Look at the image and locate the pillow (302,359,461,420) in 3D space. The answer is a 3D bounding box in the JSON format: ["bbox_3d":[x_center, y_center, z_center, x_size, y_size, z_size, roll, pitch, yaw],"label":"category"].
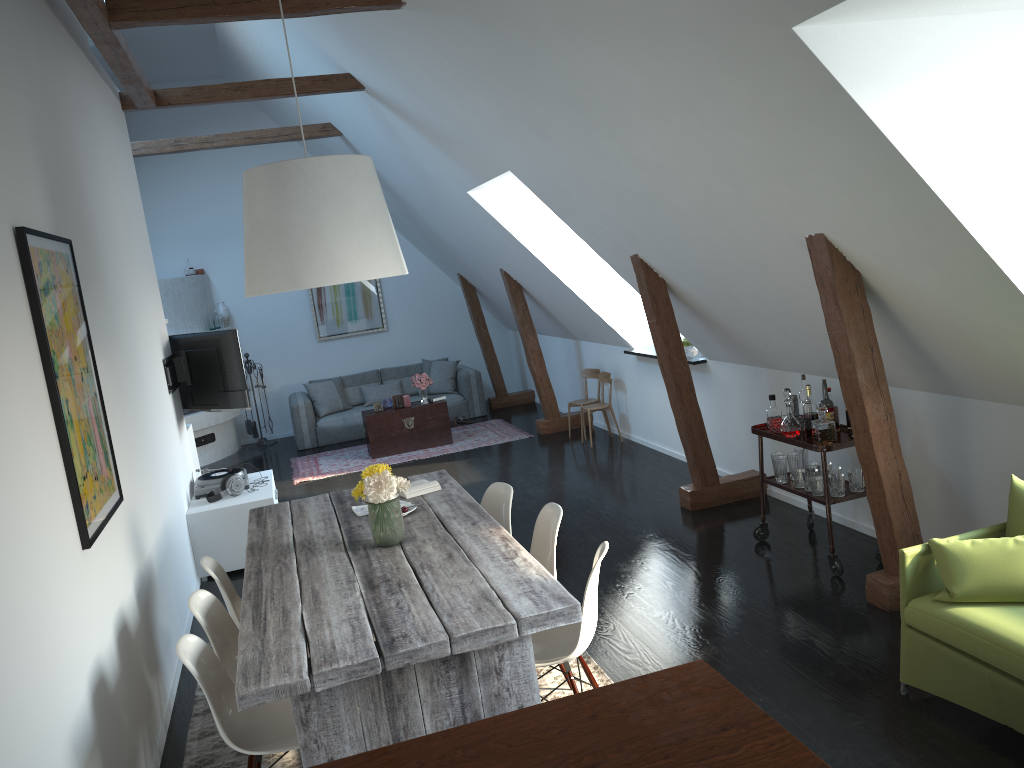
[{"bbox_3d":[-1.646,0.025,11.558,2.075,0.515,0.444,-10,8,-14],"label":"pillow"}]

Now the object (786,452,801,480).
[{"bbox_3d":[1.713,0.498,5.371,0.087,0.155,0.087,-15,11,-41],"label":"object"}]

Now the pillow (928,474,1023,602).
[{"bbox_3d":[1.912,0.623,3.362,0.600,0.387,0.475,-11,8,-17],"label":"pillow"}]

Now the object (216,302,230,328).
[{"bbox_3d":[-3.781,-0.892,11.614,0.165,0.368,0.165,-15,11,-42],"label":"object"}]

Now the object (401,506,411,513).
[{"bbox_3d":[-0.588,0.630,4.407,0.132,0.034,0.144,-15,11,-42],"label":"object"}]

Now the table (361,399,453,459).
[{"bbox_3d":[-1.188,0.491,10.044,0.962,0.492,0.471,-10,8,-14],"label":"table"}]

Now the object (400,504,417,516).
[{"bbox_3d":[-0.576,0.638,4.422,0.205,0.024,0.205,-11,9,-22],"label":"object"}]

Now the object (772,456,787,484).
[{"bbox_3d":[1.618,0.517,5.333,0.087,0.155,0.087,-15,11,-41],"label":"object"}]

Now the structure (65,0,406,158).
[{"bbox_3d":[-4.169,-2.101,6.061,10.230,3.562,15.910,-9,8,-9],"label":"structure"}]

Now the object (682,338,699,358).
[{"bbox_3d":[1.397,-0.447,7.299,0.309,0.461,0.131,-8,8,4],"label":"object"}]

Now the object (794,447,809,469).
[{"bbox_3d":[1.790,0.473,5.467,0.087,0.155,0.087,-15,11,-41],"label":"object"}]

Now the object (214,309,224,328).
[{"bbox_3d":[-3.769,-0.845,11.434,0.081,0.258,0.150,-5,8,19],"label":"object"}]

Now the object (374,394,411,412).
[{"bbox_3d":[-1.351,0.204,10.008,0.413,0.138,0.215,-9,8,-3],"label":"object"}]

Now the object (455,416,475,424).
[{"bbox_3d":[-0.589,0.445,11.207,0.277,0.090,0.101,-3,9,32],"label":"object"}]

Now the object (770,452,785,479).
[{"bbox_3d":[1.635,0.500,5.430,0.087,0.155,0.087,-15,11,-41],"label":"object"}]

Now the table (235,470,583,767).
[{"bbox_3d":[-0.568,1.101,4.038,1.141,0.788,2.421,-10,8,-14],"label":"table"}]

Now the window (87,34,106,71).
[{"bbox_3d":[-3.735,-2.599,5.987,1.548,1.089,1.165,-10,8,-14],"label":"window"}]

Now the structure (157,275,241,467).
[{"bbox_3d":[-5.270,-1.217,11.195,3.058,4.752,3.049,-9,8,-6],"label":"structure"}]

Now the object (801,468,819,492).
[{"bbox_3d":[1.718,0.554,5.096,0.095,0.119,0.095,-2,10,37],"label":"object"}]

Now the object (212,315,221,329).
[{"bbox_3d":[-3.766,-0.787,11.289,0.092,0.180,0.092,-7,8,8],"label":"object"}]

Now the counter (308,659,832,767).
[{"bbox_3d":[0.887,0.849,0.725,3.365,0.038,3.085,-10,8,-14],"label":"counter"}]

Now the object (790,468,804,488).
[{"bbox_3d":[1.685,0.554,5.199,0.092,0.099,0.092,-14,10,-36],"label":"object"}]

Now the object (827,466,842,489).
[{"bbox_3d":[1.844,0.538,5.079,0.095,0.119,0.095,-2,10,37],"label":"object"}]

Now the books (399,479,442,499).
[{"bbox_3d":[-0.528,0.562,4.851,0.202,0.042,0.251,-12,9,-26],"label":"books"}]

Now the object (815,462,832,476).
[{"bbox_3d":[1.833,0.522,5.199,0.095,0.119,0.095,-2,10,37],"label":"object"}]

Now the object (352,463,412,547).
[{"bbox_3d":[-0.572,0.532,3.927,0.233,0.365,0.293,-16,11,-43],"label":"object"}]

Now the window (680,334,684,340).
[{"bbox_3d":[-1.048,-1.706,5.062,5.959,4.249,8.018,-10,8,-14],"label":"window"}]

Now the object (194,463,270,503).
[{"bbox_3d":[-2.169,0.737,6.857,0.558,0.162,0.742,-11,8,-17],"label":"object"}]

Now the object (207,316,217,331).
[{"bbox_3d":[-3.768,-0.764,11.129,0.092,0.180,0.092,-6,8,13],"label":"object"}]

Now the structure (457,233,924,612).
[{"bbox_3d":[1.508,-0.074,6.100,1.023,1.963,12.350,-10,8,-14],"label":"structure"}]

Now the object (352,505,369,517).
[{"bbox_3d":[-0.727,0.640,4.585,0.182,0.016,0.179,-11,8,-20],"label":"object"}]

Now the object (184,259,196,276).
[{"bbox_3d":[-4.096,-1.481,11.249,0.066,0.221,0.231,-6,8,16],"label":"object"}]

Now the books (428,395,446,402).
[{"bbox_3d":[-0.898,0.165,10.185,0.179,0.034,0.243,-14,10,-36],"label":"books"}]

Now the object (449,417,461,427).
[{"bbox_3d":[-0.730,0.476,11.136,0.101,0.090,0.277,-12,9,-26],"label":"object"}]

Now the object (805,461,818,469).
[{"bbox_3d":[1.806,0.522,5.303,0.092,0.099,0.092,-14,10,-36],"label":"object"}]

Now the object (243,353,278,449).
[{"bbox_3d":[-3.376,0.203,11.642,0.376,1.245,0.376,-14,10,-34],"label":"object"}]

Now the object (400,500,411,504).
[{"bbox_3d":[-0.642,0.628,4.591,0.182,0.014,0.185,-15,10,-40],"label":"object"}]
